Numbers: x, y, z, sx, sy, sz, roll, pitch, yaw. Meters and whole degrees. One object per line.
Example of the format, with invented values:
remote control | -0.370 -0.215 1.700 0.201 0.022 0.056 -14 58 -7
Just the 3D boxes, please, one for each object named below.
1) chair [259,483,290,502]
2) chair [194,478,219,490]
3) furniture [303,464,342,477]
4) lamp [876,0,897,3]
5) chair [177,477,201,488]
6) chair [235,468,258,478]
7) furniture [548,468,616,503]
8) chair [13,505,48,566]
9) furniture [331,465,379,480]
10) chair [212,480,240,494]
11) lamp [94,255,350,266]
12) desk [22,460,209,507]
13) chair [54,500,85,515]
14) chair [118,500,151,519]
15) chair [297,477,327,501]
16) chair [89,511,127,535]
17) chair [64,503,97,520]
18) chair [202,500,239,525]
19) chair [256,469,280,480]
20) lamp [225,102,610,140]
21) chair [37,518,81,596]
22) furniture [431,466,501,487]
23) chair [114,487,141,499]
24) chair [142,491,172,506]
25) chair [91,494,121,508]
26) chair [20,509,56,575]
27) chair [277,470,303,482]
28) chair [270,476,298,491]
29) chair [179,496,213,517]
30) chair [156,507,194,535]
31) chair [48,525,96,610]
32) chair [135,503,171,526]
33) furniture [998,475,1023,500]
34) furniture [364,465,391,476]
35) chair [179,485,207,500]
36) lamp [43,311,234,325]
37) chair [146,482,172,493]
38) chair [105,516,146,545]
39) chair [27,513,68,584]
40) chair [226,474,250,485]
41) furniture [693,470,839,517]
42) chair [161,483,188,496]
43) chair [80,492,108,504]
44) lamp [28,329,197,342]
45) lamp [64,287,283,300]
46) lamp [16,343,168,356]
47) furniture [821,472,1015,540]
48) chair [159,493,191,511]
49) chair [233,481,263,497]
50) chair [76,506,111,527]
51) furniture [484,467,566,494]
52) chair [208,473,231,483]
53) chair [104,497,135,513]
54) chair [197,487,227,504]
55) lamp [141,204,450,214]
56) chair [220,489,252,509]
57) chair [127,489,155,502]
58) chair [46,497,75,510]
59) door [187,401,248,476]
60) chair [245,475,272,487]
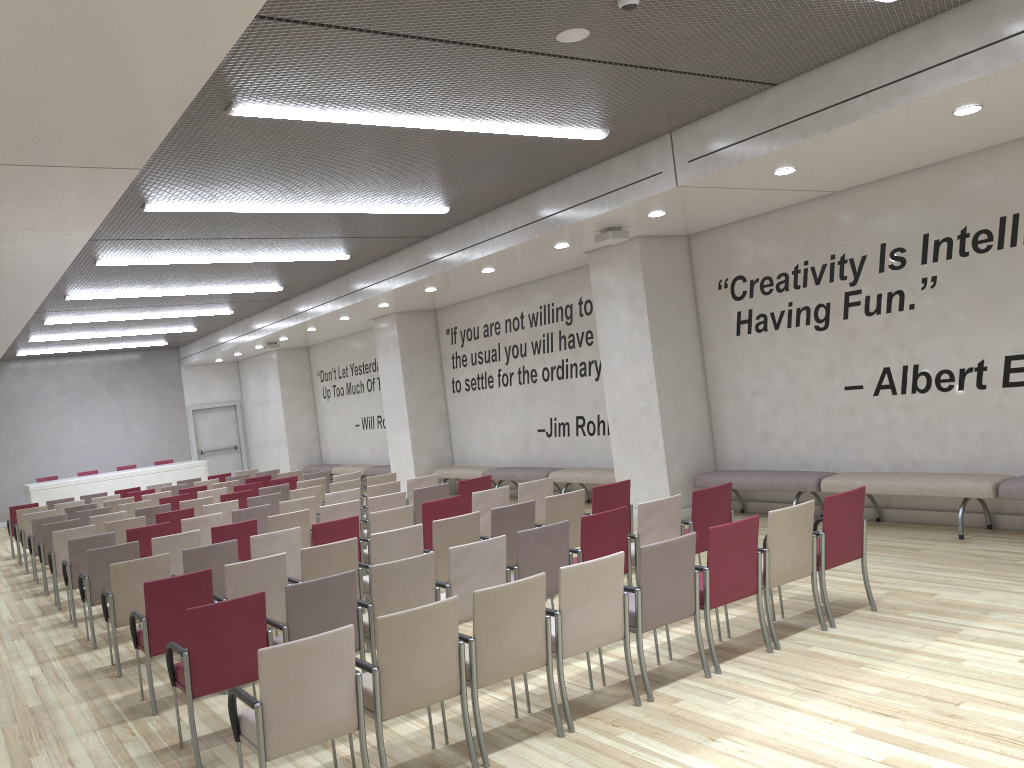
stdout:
chair | -3.491 1.909 12.858 0.513 0.890 0.640 -7 0 -34
chair | -5.515 2.166 15.935 0.513 0.890 0.640 -7 0 -34
furniture | -4.496 2.226 21.430 0.530 0.550 1.833 -7 0 -34
lamp | 1.017 -2.229 4.565 3.303 0.045 0.198 -7 0 -34
chair | -6.187 2.252 16.947 0.513 0.890 0.640 -7 0 -33
chair | -5.279 2.142 17.553 0.513 0.890 0.640 -7 0 -33
furniture | 1.246 1.495 12.742 0.530 0.550 1.833 -7 0 -34
chair | -7.782 2.441 14.413 0.513 0.890 0.640 -7 0 -34
furniture | -3.474 2.096 19.883 0.530 0.550 1.833 -7 0 -34
chair | -4.838 2.080 14.908 0.513 0.890 0.640 -7 0 -34
lamp | -3.701 -1.629 11.704 3.303 0.045 0.198 -7 0 -34
desk | -8.846 2.510 19.993 3.652 1.042 1.456 -7 0 -34
chair | -7.322 2.385 14.709 0.513 0.890 0.640 -7 0 -33
chair | -5.522 2.159 12.967 0.513 0.890 0.640 -7 0 -34
chair | -3.030 1.853 13.157 0.513 0.890 0.640 -7 0 -34
chair | -5.292 2.127 11.634 0.513 0.890 0.640 -7 0 -33
chair | -6.646 2.299 13.684 0.513 0.890 0.640 -7 0 -34
chair | -3.721 1.932 11.230 0.513 0.890 0.640 -7 0 -34
chair | -4.591 2.054 16.536 0.513 0.890 0.640 -7 0 -33
lamp | -0.559 -2.029 6.949 3.303 0.045 0.198 -7 0 -34
chair | -5.751 2.182 11.344 0.513 0.890 0.640 -7 0 -33
furniture | -0.796 1.755 15.832 0.530 0.550 1.833 -7 0 -34
chair | -7.092 2.361 16.347 0.513 0.890 0.640 -7 0 -34
chair | -5.735 2.189 14.294 0.513 0.890 0.640 -7 0 -33
chair | -6.878 2.331 15.021 0.513 0.890 0.640 -7 0 -34
chair | -7.105 2.355 13.374 0.513 0.890 0.640 -7 0 -33
chair | -3.932 1.970 15.514 0.513 0.890 0.640 -7 0 -34
chair | -3.696 1.938 14.196 0.513 0.890 0.640 -7 0 -34
chair | -4.379 2.016 12.245 0.513 0.890 0.640 -7 0 -33
chair | -4.165 1.986 10.917 0.513 0.890 0.640 -7 0 -34
chair | -5.077 2.097 10.310 0.513 0.890 0.640 -7 0 -33
chair | -4.839 2.072 11.939 0.513 0.890 0.640 -7 0 -33
furniture | 4.954 1.023 7.131 0.530 0.550 1.833 -7 0 -34
furniture | -2.453 1.966 18.340 0.530 0.550 1.833 -7 0 -34
chair | -5.275 2.133 14.602 0.513 0.890 0.640 -7 0 -35
lamp | -6.838 -1.229 16.450 3.303 0.045 0.198 -7 0 -34
chair | -6.635 2.306 16.658 0.513 0.890 0.640 -7 0 -33
chair | -4.627 2.042 10.610 0.513 0.890 0.640 -7 0 -34
chair | -6.431 2.269 12.363 0.513 0.890 0.640 -7 0 -34
chair | -5.046 2.109 16.233 0.513 0.890 0.640 -7 0 -33
furniture | 2.912 1.283 10.221 0.530 0.550 1.833 -7 0 -34
chair | -5.957 2.220 15.625 0.513 0.890 0.640 -7 0 -33
chair | -7.557 2.418 16.046 0.513 0.890 0.640 -7 0 -33
lamp | -8.382 -1.033 18.786 3.303 0.045 0.198 -7 0 -34
lamp | -5.253 -1.431 14.051 3.303 0.045 0.198 -7 0 -34
lamp | -9.950 -0.833 21.159 3.303 0.045 0.198 -7 0 -34
furniture | 3.934 1.153 8.675 0.530 0.550 1.833 -7 0 -34
chair | -5.066 2.104 13.285 0.513 0.890 0.640 -7 0 -34
chair | -4.161 1.994 13.873 0.513 0.890 0.640 -7 0 -33
chair | -5.969 2.213 12.666 0.513 0.890 0.640 -7 0 -34
furniture | 0.226 1.625 14.285 0.530 0.550 1.833 -7 0 -34
chair | -5.722 2.195 17.262 0.513 0.890 0.640 -7 0 -34
chair | -6.205 2.246 13.993 0.513 0.890 0.640 -7 0 -35
chair | -4.615 2.049 13.578 0.513 0.890 0.640 -7 0 -34
lamp | -2.126 -1.829 9.321 3.303 0.045 0.198 -7 0 -34
chair | -3.940 1.963 12.563 0.513 0.890 0.640 -7 0 -34
chair | -6.417 2.276 15.334 0.513 0.890 0.640 -7 0 -34
chair | -7.999 2.471 15.735 0.513 0.890 0.640 -7 0 -34
door | -8.028 1.738 24.260 1.400 2.400 0.200 -7 0 -34
chair | -4.388 2.026 15.211 0.513 0.890 0.640 -7 0 -34
